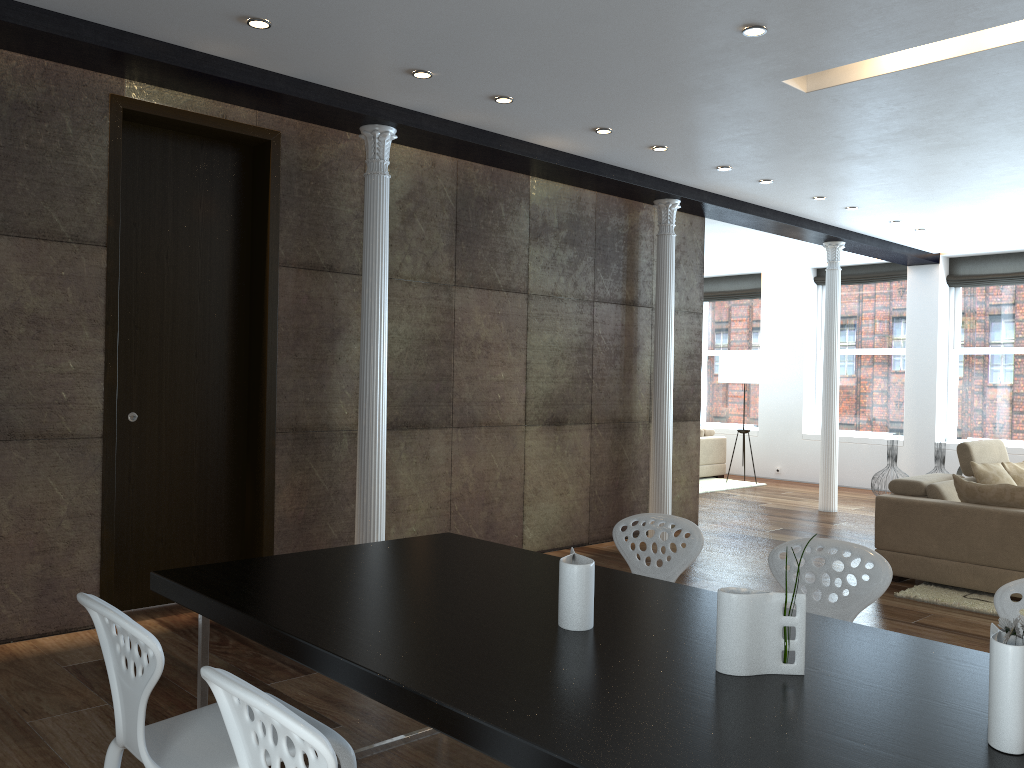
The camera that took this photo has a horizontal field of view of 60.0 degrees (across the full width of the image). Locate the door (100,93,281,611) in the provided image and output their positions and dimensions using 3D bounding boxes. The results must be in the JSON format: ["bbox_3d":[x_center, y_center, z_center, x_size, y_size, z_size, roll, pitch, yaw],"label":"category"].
[{"bbox_3d":[-1.950,-0.118,5.181,1.000,2.814,0.510,1,0,-43],"label":"door"}]

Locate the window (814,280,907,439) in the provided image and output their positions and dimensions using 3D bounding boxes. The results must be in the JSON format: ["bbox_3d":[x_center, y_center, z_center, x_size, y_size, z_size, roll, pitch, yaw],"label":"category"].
[{"bbox_3d":[4.787,-0.413,12.043,0.123,2.400,1.391,1,0,-43],"label":"window"}]

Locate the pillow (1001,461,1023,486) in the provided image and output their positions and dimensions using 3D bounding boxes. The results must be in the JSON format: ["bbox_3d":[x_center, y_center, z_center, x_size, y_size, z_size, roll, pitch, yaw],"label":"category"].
[{"bbox_3d":[4.109,0.811,7.015,0.519,0.416,0.368,1,0,-39],"label":"pillow"}]

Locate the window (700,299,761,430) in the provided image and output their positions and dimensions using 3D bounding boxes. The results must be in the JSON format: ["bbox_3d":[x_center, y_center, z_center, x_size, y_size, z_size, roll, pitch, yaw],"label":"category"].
[{"bbox_3d":[3.375,-0.452,13.553,0.123,2.400,1.345,1,0,-43],"label":"window"}]

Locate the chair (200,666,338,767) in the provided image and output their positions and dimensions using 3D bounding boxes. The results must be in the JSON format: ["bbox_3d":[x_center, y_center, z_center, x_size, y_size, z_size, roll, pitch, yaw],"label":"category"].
[{"bbox_3d":[-0.286,0.925,1.709,0.581,0.835,0.495,1,0,-43],"label":"chair"}]

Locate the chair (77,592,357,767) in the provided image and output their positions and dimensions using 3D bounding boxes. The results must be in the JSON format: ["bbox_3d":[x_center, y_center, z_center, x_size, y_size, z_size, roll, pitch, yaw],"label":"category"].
[{"bbox_3d":[-0.766,0.912,2.222,0.581,0.835,0.495,1,0,-43],"label":"chair"}]

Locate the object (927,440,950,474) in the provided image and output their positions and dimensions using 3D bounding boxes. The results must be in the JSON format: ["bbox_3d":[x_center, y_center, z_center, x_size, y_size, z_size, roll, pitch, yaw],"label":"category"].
[{"bbox_3d":[5.025,1.013,10.422,0.458,0.781,0.458,1,0,-44],"label":"object"}]

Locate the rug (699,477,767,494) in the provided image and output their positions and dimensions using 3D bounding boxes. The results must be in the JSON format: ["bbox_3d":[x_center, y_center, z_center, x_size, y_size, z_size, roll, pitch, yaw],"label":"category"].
[{"bbox_3d":[0.880,1.293,12.414,2.972,0.020,4.231,1,0,-43],"label":"rug"}]

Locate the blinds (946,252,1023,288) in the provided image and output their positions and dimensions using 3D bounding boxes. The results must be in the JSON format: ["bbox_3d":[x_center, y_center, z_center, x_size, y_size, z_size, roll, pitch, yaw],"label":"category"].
[{"bbox_3d":[5.989,-1.393,10.660,0.183,0.395,1.431,1,0,-43],"label":"blinds"}]

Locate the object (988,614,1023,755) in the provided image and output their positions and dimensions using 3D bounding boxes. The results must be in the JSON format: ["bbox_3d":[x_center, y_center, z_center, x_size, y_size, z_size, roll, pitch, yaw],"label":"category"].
[{"bbox_3d":[0.894,0.519,1.581,0.076,0.233,0.161,1,0,28],"label":"object"}]

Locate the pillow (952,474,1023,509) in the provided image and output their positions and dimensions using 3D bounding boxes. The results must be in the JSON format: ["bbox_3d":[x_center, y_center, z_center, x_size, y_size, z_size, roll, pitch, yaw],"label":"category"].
[{"bbox_3d":[3.251,0.811,5.904,0.395,0.393,0.518,1,0,-40],"label":"pillow"}]

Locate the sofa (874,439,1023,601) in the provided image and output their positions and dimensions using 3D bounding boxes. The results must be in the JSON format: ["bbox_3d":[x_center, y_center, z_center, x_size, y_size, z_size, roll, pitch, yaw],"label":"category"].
[{"bbox_3d":[3.836,0.926,6.762,2.581,0.950,1.021,1,0,-43],"label":"sofa"}]

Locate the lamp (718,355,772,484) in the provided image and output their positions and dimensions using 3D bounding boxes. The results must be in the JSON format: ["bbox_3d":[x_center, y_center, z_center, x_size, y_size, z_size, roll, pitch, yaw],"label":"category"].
[{"bbox_3d":[3.134,0.486,11.982,0.698,1.728,0.698,1,0,-19],"label":"lamp"}]

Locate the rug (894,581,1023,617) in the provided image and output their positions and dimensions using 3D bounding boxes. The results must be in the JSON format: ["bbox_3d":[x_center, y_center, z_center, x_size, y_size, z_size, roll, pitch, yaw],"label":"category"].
[{"bbox_3d":[5.038,1.420,6.099,4.231,0.020,2.972,1,0,-43],"label":"rug"}]

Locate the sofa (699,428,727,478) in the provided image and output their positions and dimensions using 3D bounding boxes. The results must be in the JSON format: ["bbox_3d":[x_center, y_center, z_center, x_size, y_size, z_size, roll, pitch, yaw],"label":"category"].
[{"bbox_3d":[1.827,0.843,13.262,1.018,0.950,2.581,1,0,-43],"label":"sofa"}]

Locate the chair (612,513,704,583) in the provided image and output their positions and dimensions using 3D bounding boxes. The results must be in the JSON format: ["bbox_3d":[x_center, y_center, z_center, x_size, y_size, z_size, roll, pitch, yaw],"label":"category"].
[{"bbox_3d":[0.402,0.929,3.314,0.581,0.835,0.495,1,0,-43],"label":"chair"}]

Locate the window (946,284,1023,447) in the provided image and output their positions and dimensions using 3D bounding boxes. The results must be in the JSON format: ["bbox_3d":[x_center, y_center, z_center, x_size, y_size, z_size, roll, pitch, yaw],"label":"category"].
[{"bbox_3d":[6.025,-0.378,10.720,0.123,2.400,1.432,1,0,-43],"label":"window"}]

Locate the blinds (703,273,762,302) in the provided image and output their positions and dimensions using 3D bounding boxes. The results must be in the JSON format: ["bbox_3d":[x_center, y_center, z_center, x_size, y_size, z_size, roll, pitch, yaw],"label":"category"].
[{"bbox_3d":[3.351,-1.467,13.504,0.156,0.393,1.342,1,0,-43],"label":"blinds"}]

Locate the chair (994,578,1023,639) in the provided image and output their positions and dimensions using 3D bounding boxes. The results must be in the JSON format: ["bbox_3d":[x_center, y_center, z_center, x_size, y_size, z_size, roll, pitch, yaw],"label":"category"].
[{"bbox_3d":[1.388,0.957,2.275,0.581,0.835,0.495,1,0,-43],"label":"chair"}]

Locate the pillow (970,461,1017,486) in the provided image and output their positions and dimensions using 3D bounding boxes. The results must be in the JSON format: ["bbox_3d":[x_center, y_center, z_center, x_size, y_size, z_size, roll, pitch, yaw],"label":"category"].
[{"bbox_3d":[3.644,0.793,6.598,0.534,0.439,0.301,1,0,-40],"label":"pillow"}]

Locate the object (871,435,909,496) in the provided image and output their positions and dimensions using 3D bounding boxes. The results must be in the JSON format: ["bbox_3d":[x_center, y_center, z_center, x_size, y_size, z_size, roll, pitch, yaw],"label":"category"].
[{"bbox_3d":[4.548,1.001,10.613,0.458,0.781,0.458,1,0,-44],"label":"object"}]

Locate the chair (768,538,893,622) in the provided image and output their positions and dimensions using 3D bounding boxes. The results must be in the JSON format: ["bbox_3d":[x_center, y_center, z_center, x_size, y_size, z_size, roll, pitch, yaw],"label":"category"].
[{"bbox_3d":[0.891,0.943,2.819,0.581,0.835,0.495,1,0,-43],"label":"chair"}]

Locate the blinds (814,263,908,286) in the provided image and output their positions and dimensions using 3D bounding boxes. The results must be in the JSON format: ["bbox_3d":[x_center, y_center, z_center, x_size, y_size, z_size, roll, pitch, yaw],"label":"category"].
[{"bbox_3d":[4.764,-1.487,11.994,0.156,0.275,1.396,1,0,-43],"label":"blinds"}]

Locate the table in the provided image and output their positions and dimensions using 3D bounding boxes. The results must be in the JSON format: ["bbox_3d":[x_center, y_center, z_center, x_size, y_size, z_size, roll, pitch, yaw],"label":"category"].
[{"bbox_3d":[0.459,0.991,1.943,1.200,0.733,3.400,1,0,-43],"label":"table"}]
